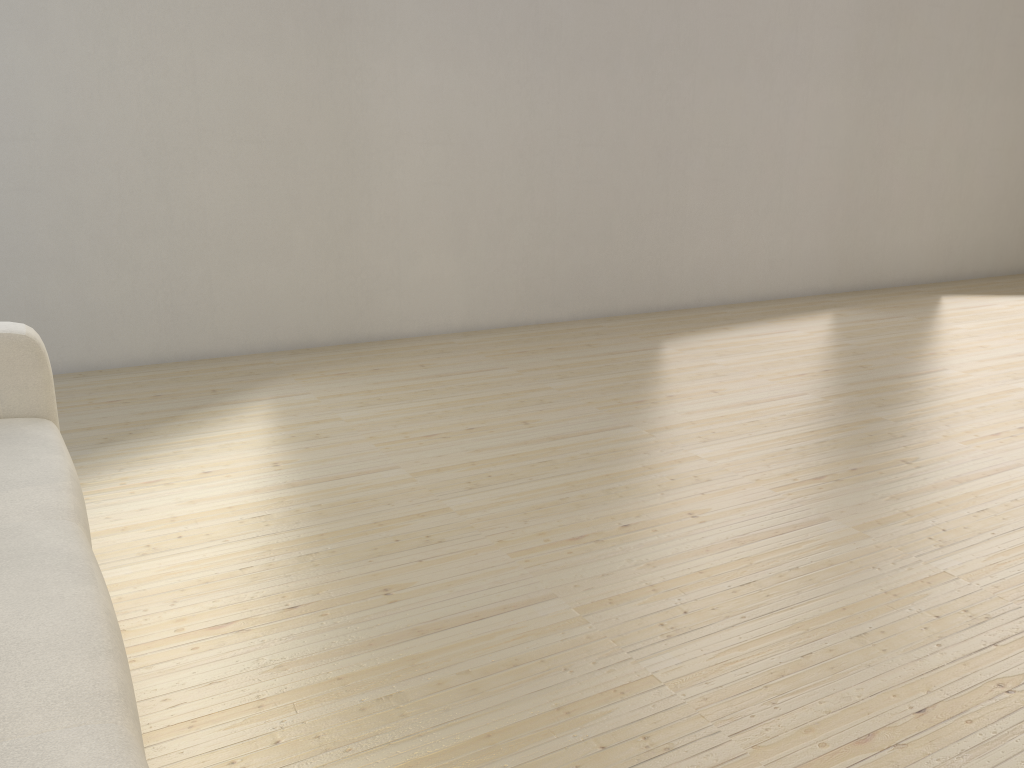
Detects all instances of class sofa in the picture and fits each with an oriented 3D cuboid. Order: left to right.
[{"bbox_3d":[-0.975,0.292,1.031,0.941,0.862,2.166,-8,18,-29],"label":"sofa"}]
